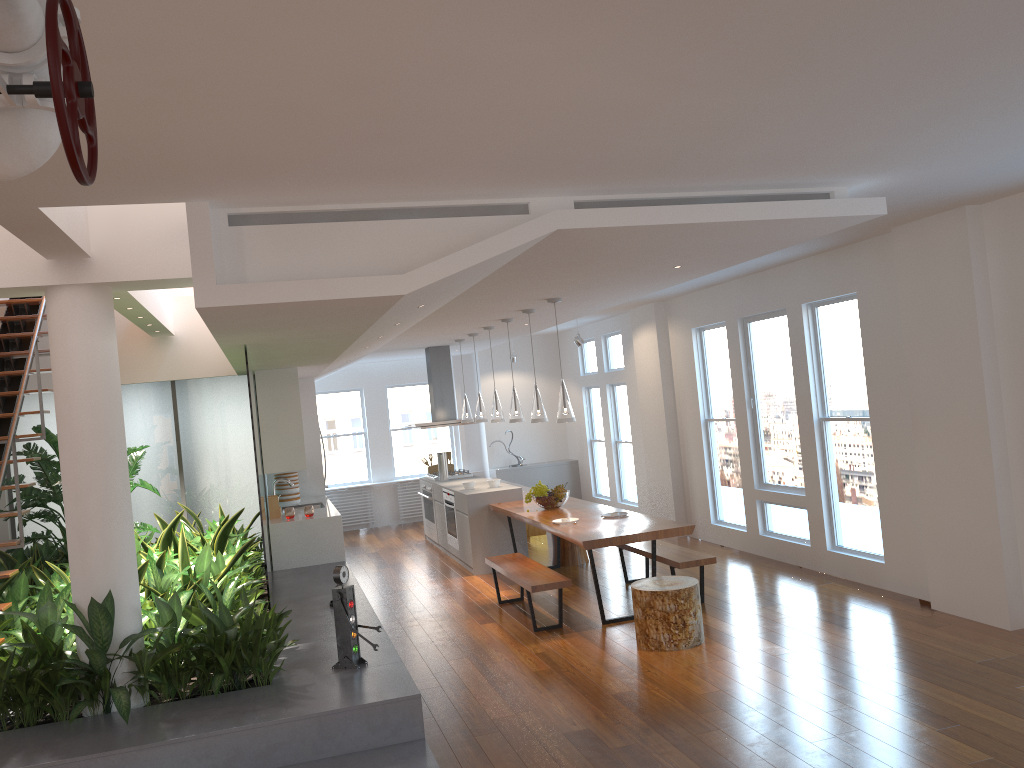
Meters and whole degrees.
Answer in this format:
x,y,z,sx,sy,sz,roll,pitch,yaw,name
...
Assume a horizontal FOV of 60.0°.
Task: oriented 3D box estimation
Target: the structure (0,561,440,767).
x,y,z,sx,sy,sz,roll,pitch,yaw,name
-2.491,1.940,6.045,3.088,0.386,5.584,-5,-1,-16,structure

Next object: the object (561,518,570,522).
x,y,z,sx,sy,sz,roll,pitch,yaw,name
0.445,1.130,7.345,0.079,0.030,0.070,-6,-1,38,object

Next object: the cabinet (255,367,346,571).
x,y,z,sx,sy,sz,roll,pitch,yaw,name
-2.599,1.075,10.639,0.676,2.280,4.565,-5,-1,-16,cabinet

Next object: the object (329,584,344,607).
x,y,z,sx,sy,sz,roll,pitch,yaw,name
-1.284,1.559,6.577,0.181,0.155,0.216,-6,-1,39,object

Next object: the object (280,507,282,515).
x,y,z,sx,sy,sz,roll,pitch,yaw,name
-2.430,1.265,9.118,0.100,0.170,0.173,-5,-1,-14,object

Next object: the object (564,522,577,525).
x,y,z,sx,sy,sz,roll,pitch,yaw,name
0.468,1.135,7.211,0.149,0.014,0.044,-5,-1,-17,object

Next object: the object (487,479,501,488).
x,y,z,sx,sy,sz,roll,pitch,yaw,name
-0.194,1.075,9.567,0.152,0.082,0.152,-6,-1,35,object

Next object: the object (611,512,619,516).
x,y,z,sx,sy,sz,roll,pitch,yaw,name
0.862,1.090,7.412,0.079,0.030,0.070,-6,-1,28,object

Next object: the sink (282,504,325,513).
x,y,z,sx,sy,sz,roll,pitch,yaw,name
-2.261,1.460,9.643,0.449,0.192,0.666,-5,-1,-16,sink

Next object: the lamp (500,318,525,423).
x,y,z,sx,sy,sz,roll,pitch,yaw,name
-0.002,-0.163,8.458,0.160,1.060,0.160,-6,-1,11,lamp

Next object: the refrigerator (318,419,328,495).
x,y,z,sx,sy,sz,roll,pitch,yaw,name
-2.723,1.315,11.365,0.725,1.772,0.908,-5,-1,-16,refrigerator

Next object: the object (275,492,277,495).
x,y,z,sx,sy,sz,roll,pitch,yaw,name
-2.703,1.307,10.533,0.265,0.196,0.284,-6,-1,27,object

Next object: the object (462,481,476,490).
x,y,z,sx,sy,sz,roll,pitch,yaw,name
-0.466,1.102,9.620,0.152,0.082,0.152,-6,-1,24,object

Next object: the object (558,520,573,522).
x,y,z,sx,sy,sz,roll,pitch,yaw,name
0.446,1.140,7.344,0.124,0.011,0.124,-6,-1,6,object

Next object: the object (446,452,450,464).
x,y,z,sx,sy,sz,roll,pitch,yaw,name
-0.864,1.061,11.913,0.068,0.298,0.039,-5,-1,-16,object

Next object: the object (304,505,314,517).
x,y,z,sx,sy,sz,roll,pitch,yaw,name
-1.981,1.242,8.656,0.094,0.106,0.094,-5,-1,-10,object

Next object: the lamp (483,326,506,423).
x,y,z,sx,sy,sz,roll,pitch,yaw,name
-0.194,-0.132,9.155,0.160,1.060,0.160,-6,-1,11,lamp

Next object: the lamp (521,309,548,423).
x,y,z,sx,sy,sz,roll,pitch,yaw,name
0.190,-0.193,7.762,0.160,1.060,0.160,-6,-1,11,lamp

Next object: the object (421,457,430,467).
x,y,z,sx,sy,sz,roll,pitch,yaw,name
-1.110,1.101,11.860,0.199,0.259,0.016,-6,-1,-5,object

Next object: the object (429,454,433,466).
x,y,z,sx,sy,sz,roll,pitch,yaw,name
-1.077,1.080,11.872,0.055,0.299,0.027,-5,-1,-16,object

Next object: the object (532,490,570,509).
x,y,z,sx,sy,sz,roll,pitch,yaw,name
0.370,1.096,8.338,0.360,0.159,0.360,-6,-1,38,object

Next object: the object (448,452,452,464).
x,y,z,sx,sy,sz,roll,pitch,yaw,name
-0.833,1.059,11.941,0.057,0.294,0.030,-5,-1,-16,object

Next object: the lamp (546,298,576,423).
x,y,z,sx,sy,sz,roll,pitch,yaw,name
0.382,-0.223,7.066,0.160,1.060,0.160,-6,-1,11,lamp

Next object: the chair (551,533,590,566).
x,y,z,sx,sy,sz,roll,pitch,yaw,name
0.593,1.646,9.297,0.396,0.455,0.402,-5,-1,-26,chair

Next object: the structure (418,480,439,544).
x,y,z,sx,sy,sz,roll,pitch,yaw,name
-0.813,1.599,11.437,0.649,0.735,0.890,-5,-1,-16,structure

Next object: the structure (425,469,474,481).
x,y,z,sx,sy,sz,roll,pitch,yaw,name
-0.817,1.172,11.466,0.520,0.073,0.650,-5,-1,-16,structure

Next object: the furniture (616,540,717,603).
x,y,z,sx,sy,sz,roll,pitch,yaw,name
1.264,1.582,7.536,0.316,0.389,1.433,-5,-1,-16,furniture

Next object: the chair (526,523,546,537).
x,y,z,sx,sy,sz,roll,pitch,yaw,name
0.204,1.726,11.486,0.344,0.430,0.549,-5,-1,-12,chair

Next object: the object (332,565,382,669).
x,y,z,sx,sy,sz,roll,pitch,yaw,name
-0.864,1.288,4.922,0.318,0.565,0.134,-6,-1,21,object

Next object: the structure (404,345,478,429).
x,y,z,sx,sy,sz,roll,pitch,yaw,name
-0.937,-0.154,11.462,0.909,1.405,0.900,-5,-1,-16,structure

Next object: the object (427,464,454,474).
x,y,z,sx,sy,sz,roll,pitch,yaw,name
-0.953,1.148,11.893,0.353,0.157,0.084,-5,-1,-16,object

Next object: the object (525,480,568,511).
x,y,z,sx,sy,sz,roll,pitch,yaw,name
0.336,1.037,8.346,0.292,0.284,0.394,-6,-1,39,object

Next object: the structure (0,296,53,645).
x,y,z,sx,sy,sz,roll,pitch,yaw,name
-3.074,-0.089,6.661,2.552,4.265,4.591,-5,-1,-16,structure

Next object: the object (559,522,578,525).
x,y,z,sx,sy,sz,roll,pitch,yaw,name
0.461,1.140,7.243,0.164,0.006,0.017,-5,-1,-10,object

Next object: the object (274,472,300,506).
x,y,z,sx,sy,sz,roll,pitch,yaw,name
-2.576,1.206,10.172,0.267,0.356,0.266,-6,-1,10,object

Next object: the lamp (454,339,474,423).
x,y,z,sx,sy,sz,roll,pitch,yaw,name
-0.578,-0.072,10.548,0.160,1.060,0.160,-6,-1,11,lamp

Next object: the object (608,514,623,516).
x,y,z,sx,sy,sz,roll,pitch,yaw,name
0.863,1.100,7.412,0.124,0.011,0.124,-5,-1,-33,object

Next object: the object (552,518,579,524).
x,y,z,sx,sy,sz,roll,pitch,yaw,name
0.445,1.136,7.345,0.222,0.020,0.222,-6,-1,25,object

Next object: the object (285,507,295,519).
x,y,z,sx,sy,sz,roll,pitch,yaw,name
-2.167,1.261,8.652,0.094,0.106,0.094,-5,-1,-10,object

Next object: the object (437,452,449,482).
x,y,z,sx,sy,sz,roll,pitch,yaw,name
-0.846,1.025,10.989,0.120,0.356,0.172,-6,-1,33,object

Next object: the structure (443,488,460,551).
x,y,z,sx,sy,sz,roll,pitch,yaw,name
-0.680,1.519,10.012,0.072,0.648,0.644,-5,-1,-16,structure

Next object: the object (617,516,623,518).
x,y,z,sx,sy,sz,roll,pitch,yaw,name
0.903,1.090,7.313,0.158,0.017,0.019,-5,-1,-21,object

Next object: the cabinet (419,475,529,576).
x,y,z,sx,sy,sz,roll,pitch,yaw,name
-0.530,1.583,10.573,0.597,0.832,2.936,-5,-1,-16,cabinet

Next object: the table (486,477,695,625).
x,y,z,sx,sy,sz,roll,pitch,yaw,name
0.167,1.557,9.316,0.893,0.704,5.996,-5,-1,-16,table

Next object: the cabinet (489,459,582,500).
x,y,z,sx,sy,sz,roll,pitch,yaw,name
0.365,1.590,13.572,1.309,0.725,0.420,-5,-1,-16,cabinet

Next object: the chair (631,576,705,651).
x,y,z,sx,sy,sz,roll,pitch,yaw,name
1.068,1.568,6.093,0.460,0.400,0.460,-6,-1,-6,chair

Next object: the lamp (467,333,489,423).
x,y,z,sx,sy,sz,roll,pitch,yaw,name
-0.386,-0.102,9.851,0.160,1.060,0.160,-6,-1,11,lamp

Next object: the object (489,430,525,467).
x,y,z,sx,sy,sz,roll,pitch,yaw,name
-0.055,0.982,13.437,0.590,0.563,0.210,-5,-1,-44,object

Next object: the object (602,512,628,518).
x,y,z,sx,sy,sz,roll,pitch,yaw,name
0.862,1.096,7.412,0.222,0.020,0.222,-5,-1,-24,object

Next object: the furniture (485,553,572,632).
x,y,z,sx,sy,sz,roll,pitch,yaw,name
0.120,1.689,7.217,0.316,0.389,1.433,-5,-1,-16,furniture

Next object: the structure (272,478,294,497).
x,y,z,sx,sy,sz,roll,pitch,yaw,name
-2.475,1.283,9.621,0.248,0.536,0.115,-5,-1,-15,structure

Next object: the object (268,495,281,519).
x,y,z,sx,sy,sz,roll,pitch,yaw,name
-2.380,1.231,8.876,0.104,0.222,0.200,-5,-1,-15,object
